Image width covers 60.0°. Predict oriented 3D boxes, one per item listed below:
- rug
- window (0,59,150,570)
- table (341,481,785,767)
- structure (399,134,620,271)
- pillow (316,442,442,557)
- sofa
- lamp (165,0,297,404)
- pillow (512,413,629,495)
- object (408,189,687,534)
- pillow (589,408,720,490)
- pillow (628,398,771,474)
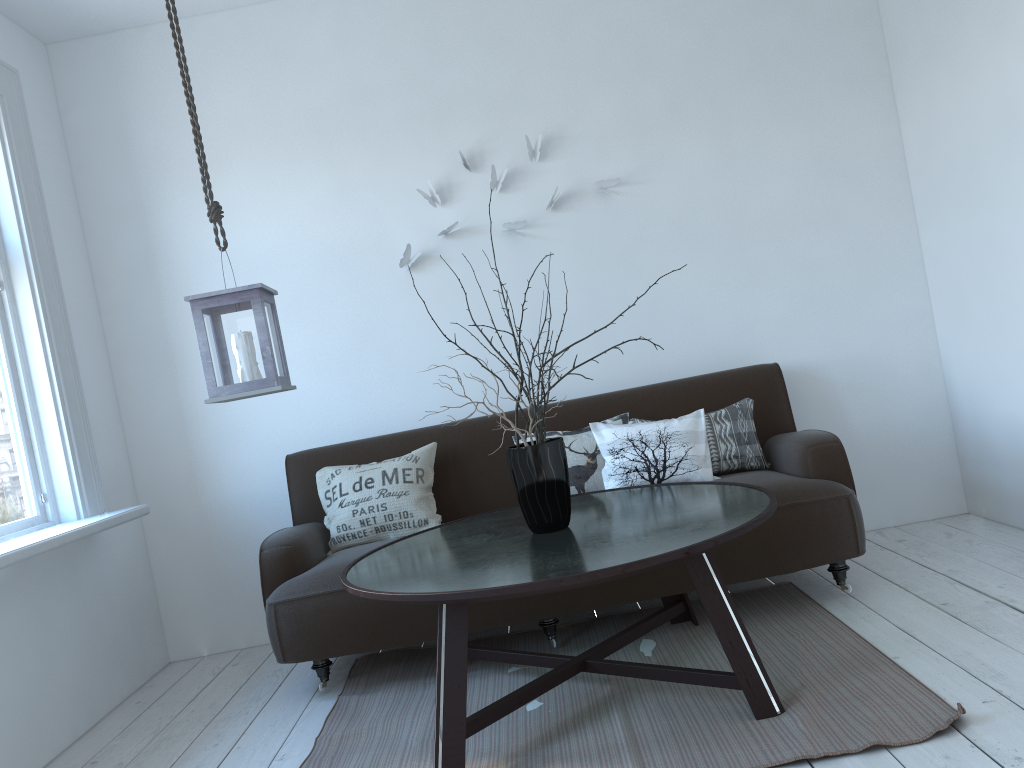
[{"bbox_3d":[0.221,0.905,2.722,1.710,0.055,1.455,-11,0,1],"label":"rug"},{"bbox_3d":[-15.508,0.321,23.740,27.755,15.026,51.268,-11,1,0],"label":"window"},{"bbox_3d":[0.178,0.685,2.690,1.299,0.503,1.300,-11,1,-9],"label":"table"},{"bbox_3d":[-0.035,-0.827,3.902,1.025,0.478,0.085,-11,1,0],"label":"structure"},{"bbox_3d":[-0.531,0.466,3.584,0.519,0.367,0.239,-11,1,0],"label":"pillow"},{"bbox_3d":[0.155,0.507,3.474,2.165,0.825,0.968,-11,1,0],"label":"sofa"},{"bbox_3d":[-0.956,-0.828,2.684,0.228,1.763,0.228,-11,1,-3],"label":"lamp"},{"bbox_3d":[0.264,0.328,3.537,0.473,0.348,0.158,-11,1,-1],"label":"pillow"},{"bbox_3d":[0.139,-0.102,2.606,0.844,1.066,0.526,-11,1,-29],"label":"object"},{"bbox_3d":[0.549,0.265,3.459,0.471,0.309,0.188,-11,1,1],"label":"pillow"},{"bbox_3d":[0.749,0.239,3.570,0.542,0.288,0.183,-11,1,1],"label":"pillow"}]
